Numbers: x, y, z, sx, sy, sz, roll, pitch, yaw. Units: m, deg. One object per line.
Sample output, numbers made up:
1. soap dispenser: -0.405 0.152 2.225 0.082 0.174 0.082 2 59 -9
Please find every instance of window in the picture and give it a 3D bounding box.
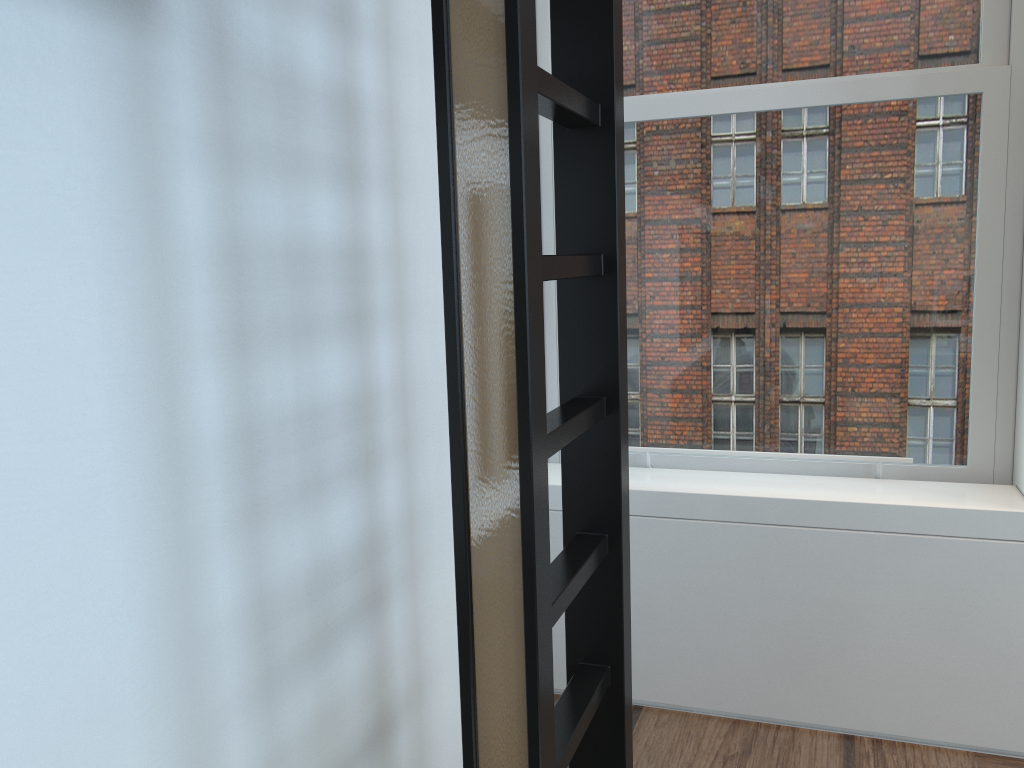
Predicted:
1. window: 0.755 -0.840 2.676 1.420 2.400 0.123 1 8 20

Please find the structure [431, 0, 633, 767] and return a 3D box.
1. structure: 0.057 -0.371 1.418 0.120 3.059 0.600 1 8 20
